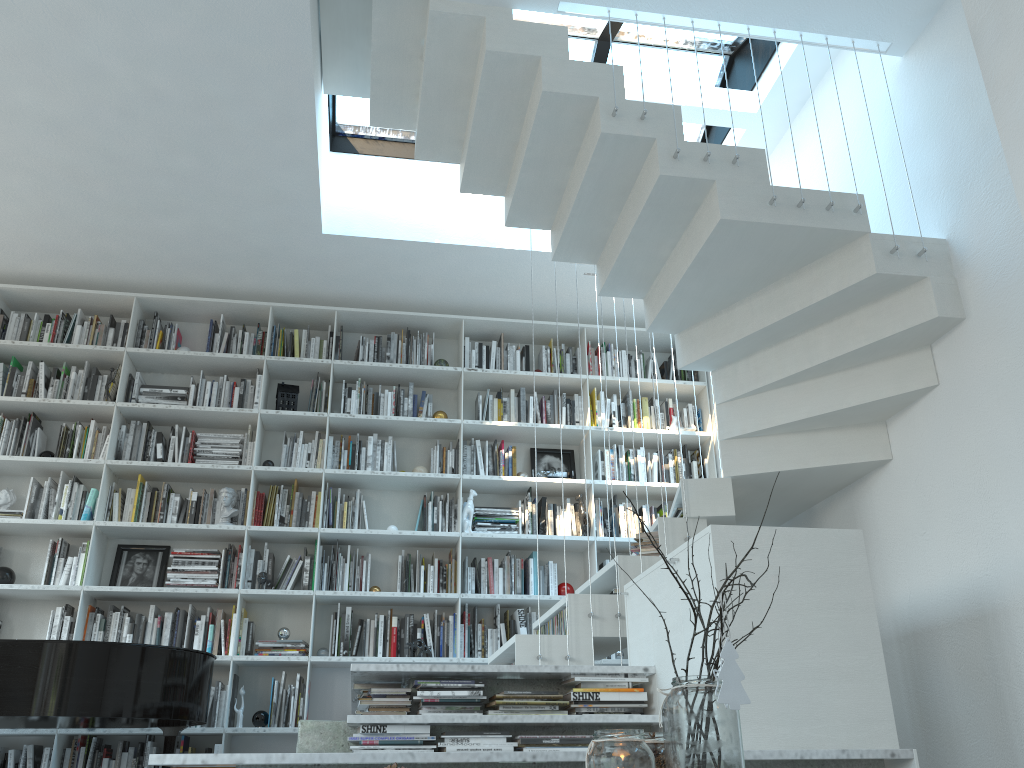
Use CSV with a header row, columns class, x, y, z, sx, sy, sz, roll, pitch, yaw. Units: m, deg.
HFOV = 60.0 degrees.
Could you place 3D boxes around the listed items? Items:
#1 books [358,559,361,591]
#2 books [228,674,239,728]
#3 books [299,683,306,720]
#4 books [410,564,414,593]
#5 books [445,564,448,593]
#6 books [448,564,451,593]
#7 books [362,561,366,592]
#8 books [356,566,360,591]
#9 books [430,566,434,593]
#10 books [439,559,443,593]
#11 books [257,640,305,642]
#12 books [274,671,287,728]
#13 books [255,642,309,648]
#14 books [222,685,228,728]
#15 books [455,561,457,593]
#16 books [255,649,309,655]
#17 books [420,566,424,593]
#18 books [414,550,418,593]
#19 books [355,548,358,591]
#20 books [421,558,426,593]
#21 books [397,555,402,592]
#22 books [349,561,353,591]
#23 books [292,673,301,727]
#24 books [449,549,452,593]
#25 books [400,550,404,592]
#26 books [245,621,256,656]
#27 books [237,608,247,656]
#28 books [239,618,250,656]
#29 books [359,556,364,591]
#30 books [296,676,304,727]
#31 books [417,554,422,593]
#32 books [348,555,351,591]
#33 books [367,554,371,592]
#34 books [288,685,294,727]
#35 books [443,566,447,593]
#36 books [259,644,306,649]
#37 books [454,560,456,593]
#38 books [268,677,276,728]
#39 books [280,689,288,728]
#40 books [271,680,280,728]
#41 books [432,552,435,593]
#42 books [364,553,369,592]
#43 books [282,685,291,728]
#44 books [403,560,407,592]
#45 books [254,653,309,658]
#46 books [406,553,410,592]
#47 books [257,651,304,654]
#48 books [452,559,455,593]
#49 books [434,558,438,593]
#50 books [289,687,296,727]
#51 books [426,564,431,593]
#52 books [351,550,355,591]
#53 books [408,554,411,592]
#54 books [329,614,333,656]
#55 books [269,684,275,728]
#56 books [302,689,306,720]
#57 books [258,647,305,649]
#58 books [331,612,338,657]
class,x,y,z,sx,sy,sz,roll,pitch,yaw
books,-0.925,1.188,5.381,0.008,0.222,0.134,3,-24,-9
books,-1.554,1.775,4.950,0.012,0.284,0.160,3,-24,-9
books,-1.173,1.803,4.957,0.013,0.232,0.149,3,-24,-9
books,-0.615,1.218,5.439,0.031,0.207,0.123,3,-24,-9
books,-0.408,1.224,5.455,0.016,0.204,0.142,3,-24,-9
books,-0.392,1.222,5.448,0.013,0.203,0.159,3,-24,-9
books,-0.898,1.192,5.370,0.014,0.206,0.181,3,-24,-9
books,-0.935,1.207,5.369,0.013,0.178,0.141,3,-24,-9
books,-0.497,1.222,5.421,0.019,0.182,0.191,3,-24,-9
books,-0.442,1.210,5.453,0.021,0.230,0.156,3,-24,-9
books,-1.317,1.491,5.103,0.254,0.012,0.161,0,-24,-1
books,-1.295,1.770,4.962,0.032,0.299,0.149,3,-24,-9
books,-1.317,1.505,5.105,0.285,0.012,0.160,2,-24,-5
books,-1.582,1.803,4.941,0.025,0.227,0.133,3,-24,-9
books,-0.351,1.221,5.472,0.009,0.222,0.146,3,-24,-9
books,-1.317,1.537,5.088,0.285,0.012,0.160,2,-24,-6
books,-0.553,1.217,5.406,0.018,0.181,0.183,3,-24,-9
books,-0.589,1.179,5.446,0.007,0.284,0.160,3,-24,-9
books,-0.945,1.159,5.390,0.006,0.284,0.160,3,-24,-9
books,-0.540,1.202,5.448,0.030,0.243,0.136,3,-24,-9
books,-0.691,1.186,5.419,0.019,0.250,0.130,3,-24,-9
books,-0.976,1.193,5.365,0.013,0.202,0.167,3,-24,-9
books,-1.204,1.774,4.955,0.021,0.283,0.173,3,-24,-9
books,-0.381,1.178,5.461,0.007,0.294,0.162,3,-24,-9
books,-0.676,1.175,5.441,0.016,0.288,0.132,3,-24,-9
books,-1.519,1.495,5.143,0.030,0.209,0.137,3,-24,-9
books,-1.567,1.457,5.148,0.012,0.284,0.160,3,-24,-9
books,-1.547,1.484,5.140,0.027,0.228,0.142,3,-24,-9
books,-0.913,1.178,5.377,0.015,0.237,0.177,3,-24,-9
books,-1.189,1.790,4.975,0.015,0.269,0.158,3,-24,-9
books,-0.572,1.185,5.417,0.018,0.249,0.184,3,-24,-9
books,-0.986,1.173,5.374,0.007,0.246,0.153,3,-24,-9
books,-0.872,1.176,5.388,0.013,0.250,0.173,3,-24,-9
books,-1.232,1.804,4.948,0.012,0.224,0.150,3,-24,-9
books,-0.419,1.223,5.422,0.016,0.179,0.190,3,-24,-9
books,-1.316,1.512,5.092,0.254,0.012,0.161,3,-24,-9
books,-0.361,1.219,5.481,0.007,0.234,0.132,3,-24,-9
books,-1.338,1.780,4.939,0.005,0.263,0.163,3,-24,-9
books,-1.271,1.815,4.945,0.013,0.201,0.140,3,-24,-9
books,-1.314,1.786,4.931,0.014,0.244,0.177,3,-24,-9
books,-0.486,1.183,5.443,0.006,0.273,0.173,3,-24,-9
books,-0.885,1.170,5.387,0.014,0.260,0.142,3,-24,-9
books,-1.248,1.796,4.930,0.026,0.224,0.176,3,-24,-9
books,-0.656,1.199,5.403,0.016,0.215,0.178,3,-24,-9
books,-1.317,1.561,5.083,0.285,0.012,0.160,1,-24,-4
books,-0.643,1.184,5.428,0.015,0.261,0.150,3,-24,-9
books,-1.317,1.549,5.085,0.254,0.012,0.161,1,-24,-3
books,-0.372,1.214,5.476,0.019,0.239,0.134,3,-24,-9
books,-0.474,1.203,5.436,0.018,0.228,0.182,3,-24,-9
books,-1.218,1.804,4.932,0.011,0.211,0.179,3,-24,-9
books,-0.515,1.218,5.424,0.015,0.194,0.176,3,-24,-9
books,-0.962,1.160,5.369,0.012,0.266,0.184,3,-24,-9
books,-0.631,1.186,5.428,0.008,0.257,0.159,3,-24,-9
books,-1.062,1.497,5.213,0.012,0.253,0.161,3,-24,-9
books,-1.330,1.800,4.941,0.012,0.228,0.130,3,-24,-9
books,-1.163,1.821,4.965,0.012,0.205,0.161,3,-24,-9
books,-1.317,1.528,5.097,0.254,0.012,0.161,1,-24,-4
books,-1.041,1.487,5.200,0.023,0.261,0.187,3,-24,-9
